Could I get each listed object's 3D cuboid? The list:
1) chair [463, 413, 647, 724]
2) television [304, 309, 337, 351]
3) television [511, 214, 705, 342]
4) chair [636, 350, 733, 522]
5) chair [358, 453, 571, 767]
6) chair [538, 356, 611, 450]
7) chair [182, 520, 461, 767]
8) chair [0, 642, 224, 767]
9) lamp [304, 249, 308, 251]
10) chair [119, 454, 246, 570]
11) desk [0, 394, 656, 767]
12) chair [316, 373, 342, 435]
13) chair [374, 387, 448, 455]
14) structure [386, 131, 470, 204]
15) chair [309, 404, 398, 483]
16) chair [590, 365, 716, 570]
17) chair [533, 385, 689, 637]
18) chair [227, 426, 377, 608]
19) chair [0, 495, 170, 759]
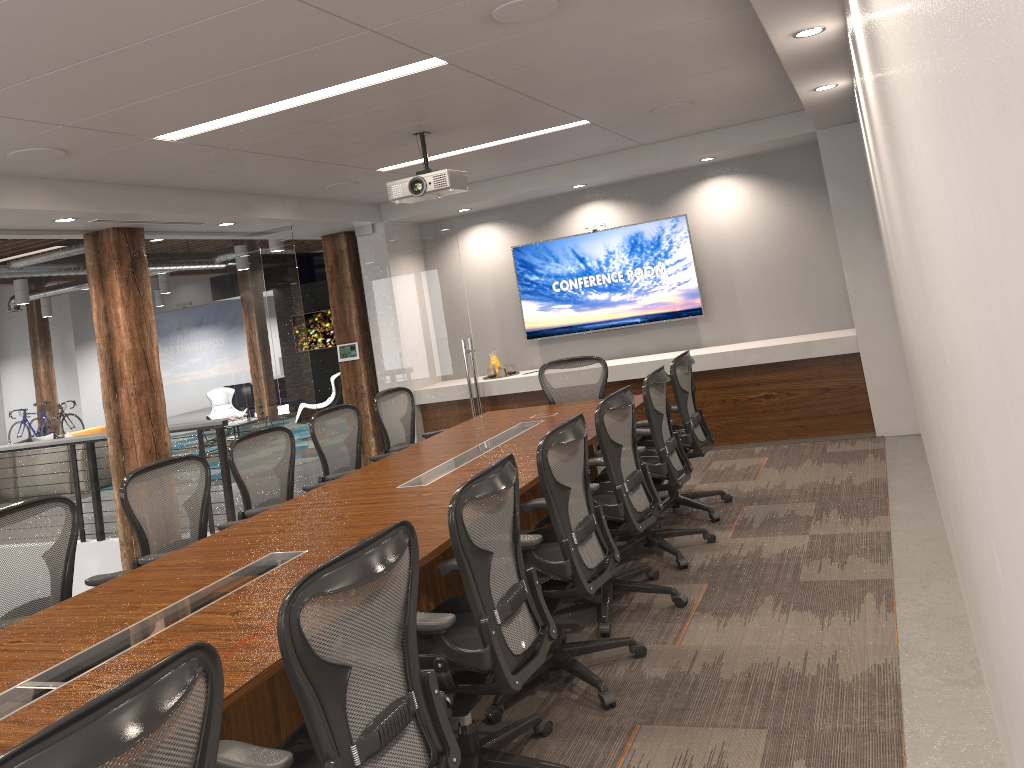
[{"bbox_3d":[0.071,0.721,3.774,0.751,1.102,0.806,-10,-2,24],"label":"chair"},{"bbox_3d":[-3.933,-1.130,18.140,1.446,0.806,0.049,-8,-4,22],"label":"television"},{"bbox_3d":[0.944,-1.096,8.944,1.887,1.121,0.065,-8,-4,22],"label":"television"},{"bbox_3d":[1.008,0.350,6.005,0.751,1.102,0.806,-10,-2,24],"label":"chair"},{"bbox_3d":[-0.210,0.844,2.983,0.791,1.103,0.766,-9,-2,4],"label":"chair"},{"bbox_3d":[0.504,0.361,6.733,0.768,1.102,0.789,-9,-2,6],"label":"chair"},{"bbox_3d":[-0.546,0.967,2.290,0.753,1.102,0.804,-10,-2,22],"label":"chair"},{"bbox_3d":[-0.832,1.091,1.495,0.785,1.103,0.771,-10,-2,16],"label":"chair"},{"bbox_3d":[-6.351,-3.783,27.154,0.201,1.884,0.205,-11,-6,23],"label":"lamp"},{"bbox_3d":[-1.547,0.917,4.468,0.789,1.103,0.768,-9,-2,8],"label":"chair"},{"bbox_3d":[-0.652,0.983,3.979,1.387,0.758,6.102,-8,5,23],"label":"desk"},{"bbox_3d":[-3.034,0.345,13.694,0.798,0.932,0.663,-9,-2,-30],"label":"chair"},{"bbox_3d":[-0.629,0.552,6.670,0.751,1.102,0.806,-10,-2,29],"label":"chair"},{"bbox_3d":[-0.589,-1.470,5.861,0.455,0.461,0.319,-9,-2,22],"label":"structure"},{"bbox_3d":[-0.964,0.674,5.974,0.790,1.103,0.767,-9,-2,6],"label":"chair"},{"bbox_3d":[0.708,0.472,5.265,0.749,1.102,0.808,-10,-2,33],"label":"chair"},{"bbox_3d":[0.414,0.597,4.474,0.789,1.103,0.768,-9,-2,8],"label":"chair"},{"bbox_3d":[-1.233,0.795,5.185,0.755,1.102,0.803,-10,-2,15],"label":"chair"},{"bbox_3d":[-1.855,1.042,3.703,0.756,1.102,0.801,-10,-2,12],"label":"chair"}]
